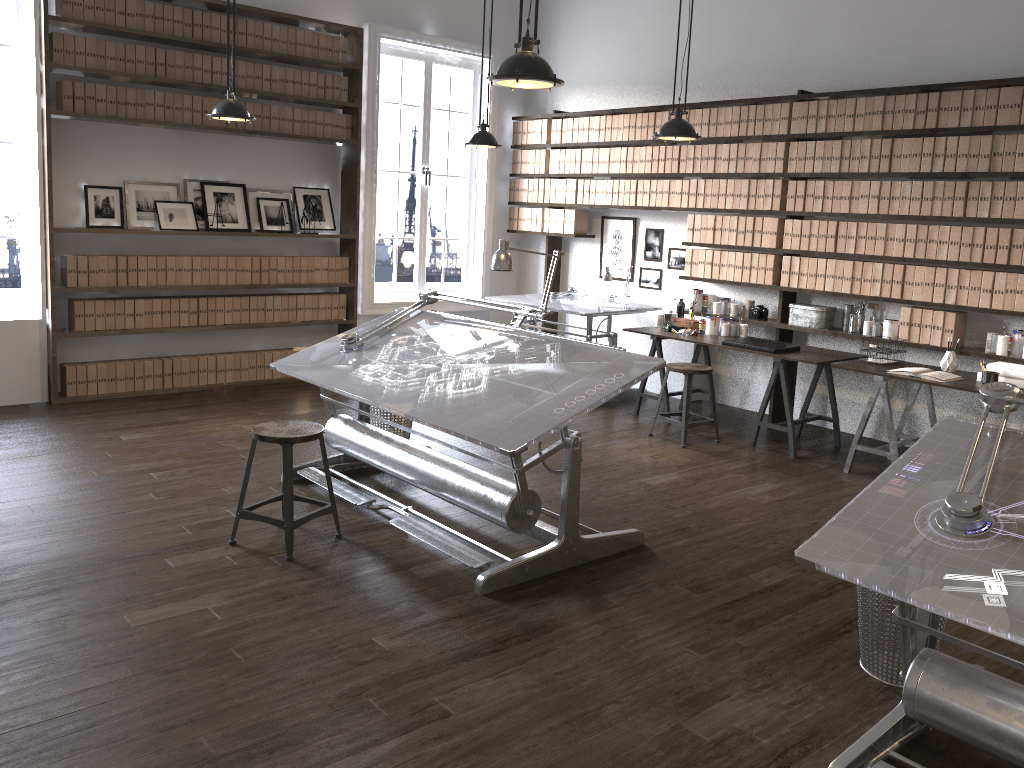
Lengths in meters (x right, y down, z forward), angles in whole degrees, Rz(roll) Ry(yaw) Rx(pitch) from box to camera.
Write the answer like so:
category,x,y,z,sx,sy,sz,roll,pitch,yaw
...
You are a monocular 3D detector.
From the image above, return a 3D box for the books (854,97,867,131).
category,x,y,z,sx,sy,sz,roll,pitch,yaw
books,2.411,-1.821,6.018,0.175,0.224,0.067,-5,11,-40

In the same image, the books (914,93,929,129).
category,x,y,z,sx,sy,sz,roll,pitch,yaw
books,2.678,-1.749,5.713,0.175,0.224,0.067,-5,11,-40

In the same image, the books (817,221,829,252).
category,x,y,z,sx,sy,sz,roll,pitch,yaw
books,2.248,-1.042,6.283,0.175,0.224,0.067,-5,11,-40

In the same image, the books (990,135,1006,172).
category,x,y,z,sx,sy,sz,roll,pitch,yaw
books,2.985,-1.390,5.381,0.175,0.224,0.067,-5,11,-40

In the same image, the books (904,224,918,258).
category,x,y,z,sx,sy,sz,roll,pitch,yaw
books,2.652,-0.930,5.805,0.175,0.224,0.067,-5,11,-40

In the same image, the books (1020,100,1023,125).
category,x,y,z,sx,sy,sz,roll,pitch,yaw
books,3.085,-1.637,5.230,0.175,0.224,0.067,-5,11,-40

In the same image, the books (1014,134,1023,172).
category,x,y,z,sx,sy,sz,roll,pitch,yaw
books,3.071,-1.365,5.272,0.175,0.224,0.067,-5,11,-40

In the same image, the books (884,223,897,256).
category,x,y,z,sx,sy,sz,roll,pitch,yaw
books,2.567,-0.954,5.909,0.175,0.224,0.067,-5,11,-40

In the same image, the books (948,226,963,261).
category,x,y,z,sx,sy,sz,roll,pitch,yaw
books,2.833,-0.880,5.592,0.175,0.224,0.067,-5,11,-40

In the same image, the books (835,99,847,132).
category,x,y,z,sx,sy,sz,roll,pitch,yaw
books,2.320,-1.847,6.127,0.175,0.224,0.067,-5,11,-40

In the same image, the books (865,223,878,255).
category,x,y,z,sx,sy,sz,roll,pitch,yaw
books,2.481,-0.978,6.010,0.175,0.224,0.067,-5,11,-40

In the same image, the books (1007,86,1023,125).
category,x,y,z,sx,sy,sz,roll,pitch,yaw
books,3.038,-1.649,5.284,0.175,0.224,0.067,-5,11,-40

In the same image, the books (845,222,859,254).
category,x,y,z,sx,sy,sz,roll,pitch,yaw
books,2.386,-1.002,6.114,0.175,0.224,0.067,-5,11,-40

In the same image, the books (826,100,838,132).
category,x,y,z,sx,sy,sz,roll,pitch,yaw
books,2.276,-1.859,6.180,0.175,0.224,0.067,-5,11,-40

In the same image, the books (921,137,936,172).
category,x,y,z,sx,sy,sz,roll,pitch,yaw
books,2.709,-1.463,5.690,0.175,0.224,0.067,-5,11,-40

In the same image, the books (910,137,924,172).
category,x,y,z,sx,sy,sz,roll,pitch,yaw
books,2.662,-1.476,5.745,0.175,0.224,0.067,-5,11,-40

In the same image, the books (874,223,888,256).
category,x,y,z,sx,sy,sz,roll,pitch,yaw
books,2.520,-0.965,5.956,0.175,0.224,0.067,-5,11,-40

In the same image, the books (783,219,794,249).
category,x,y,z,sx,sy,sz,roll,pitch,yaw
books,2.068,-1.089,6.486,0.175,0.224,0.067,-5,11,-40

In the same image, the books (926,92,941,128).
category,x,y,z,sx,sy,sz,roll,pitch,yaw
books,2.723,-1.736,5.653,0.175,0.224,0.067,-5,11,-40

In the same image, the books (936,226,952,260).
category,x,y,z,sx,sy,sz,roll,pitch,yaw
books,2.789,-0.893,5.649,0.175,0.224,0.067,-5,11,-40

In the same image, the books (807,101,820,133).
category,x,y,z,sx,sy,sz,roll,pitch,yaw
books,2.179,-1.883,6.282,0.175,0.224,0.067,-5,11,-40

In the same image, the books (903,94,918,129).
category,x,y,z,sx,sy,sz,roll,pitch,yaw
books,2.629,-1.761,5.763,0.175,0.224,0.067,-5,11,-40

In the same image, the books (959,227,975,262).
category,x,y,z,sx,sy,sz,roll,pitch,yaw
books,2.880,-0.867,5.538,0.175,0.224,0.067,-5,11,-40

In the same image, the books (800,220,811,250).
category,x,y,z,sx,sy,sz,roll,pitch,yaw
books,2.159,-1.064,6.375,0.175,0.224,0.067,-5,11,-40

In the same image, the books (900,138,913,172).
category,x,y,z,sx,sy,sz,roll,pitch,yaw
books,2.624,-1.488,5.795,0.175,0.224,0.067,-5,11,-40

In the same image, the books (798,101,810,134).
category,x,y,z,sx,sy,sz,roll,pitch,yaw
books,2.132,-1.896,6.337,0.175,0.224,0.067,-5,11,-40

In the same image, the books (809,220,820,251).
category,x,y,z,sx,sy,sz,roll,pitch,yaw
books,2.203,-1.053,6.330,0.175,0.224,0.067,-5,11,-40

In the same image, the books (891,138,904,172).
category,x,y,z,sx,sy,sz,roll,pitch,yaw
books,2.584,-1.499,5.846,0.175,0.224,0.067,-5,11,-40

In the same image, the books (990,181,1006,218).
category,x,y,z,sx,sy,sz,roll,pitch,yaw
books,2.992,-1.115,5.395,0.175,0.224,0.067,-5,11,-40

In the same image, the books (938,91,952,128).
category,x,y,z,sx,sy,sz,roll,pitch,yaw
books,2.775,-1.723,5.601,0.175,0.224,0.067,-5,11,-40

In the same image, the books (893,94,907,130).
category,x,y,z,sx,sy,sz,roll,pitch,yaw
books,2.586,-1.774,5.819,0.175,0.224,0.067,-5,11,-40

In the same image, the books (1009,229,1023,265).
category,x,y,z,sx,sy,sz,roll,pitch,yaw
books,3.071,-0.817,5.326,0.175,0.224,0.067,-5,11,-40

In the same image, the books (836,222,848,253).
category,x,y,z,sx,sy,sz,roll,pitch,yaw
books,2.344,-1.015,6.171,0.175,0.224,0.067,-5,11,-40

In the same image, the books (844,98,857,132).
category,x,y,z,sx,sy,sz,roll,pitch,yaw
books,2.363,-1.834,6.071,0.175,0.224,0.067,-5,11,-40

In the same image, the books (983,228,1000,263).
category,x,y,z,sx,sy,sz,roll,pitch,yaw
books,2.975,-0.844,5.438,0.175,0.224,0.067,-5,11,-40

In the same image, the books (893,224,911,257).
category,x,y,z,sx,sy,sz,roll,pitch,yaw
books,2.606,-0.943,5.861,0.175,0.224,0.067,-5,11,-40

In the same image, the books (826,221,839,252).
category,x,y,z,sx,sy,sz,roll,pitch,yaw
books,2.291,-1.028,6.223,0.175,0.224,0.067,-5,11,-40

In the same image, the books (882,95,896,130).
category,x,y,z,sx,sy,sz,roll,pitch,yaw
books,2.540,-1.787,5.872,0.175,0.224,0.067,-5,11,-40

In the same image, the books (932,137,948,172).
category,x,y,z,sx,sy,sz,roll,pitch,yaw
books,2.758,-1.451,5.638,0.175,0.224,0.067,-5,11,-40

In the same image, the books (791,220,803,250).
category,x,y,z,sx,sy,sz,roll,pitch,yaw
books,2.113,-1.076,6.429,0.175,0.224,0.067,-5,11,-40

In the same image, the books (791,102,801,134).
category,x,y,z,sx,sy,sz,roll,pitch,yaw
books,2.095,-1.908,6.387,0.175,0.224,0.067,-5,11,-40

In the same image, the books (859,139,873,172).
category,x,y,z,sx,sy,sz,roll,pitch,yaw
books,2.438,-1.538,6.008,0.175,0.224,0.067,-5,11,-40

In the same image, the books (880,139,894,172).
category,x,y,z,sx,sy,sz,roll,pitch,yaw
books,2.532,-1.512,5.898,0.175,0.224,0.067,-5,11,-40

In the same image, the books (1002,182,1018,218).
category,x,y,z,sx,sy,sz,roll,pitch,yaw
books,3.037,-1.102,5.341,0.175,0.224,0.067,-5,11,-40

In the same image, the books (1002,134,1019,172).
category,x,y,z,sx,sy,sz,roll,pitch,yaw
books,3.029,-1.378,5.327,0.175,0.224,0.067,-5,11,-40

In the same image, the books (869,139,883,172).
category,x,y,z,sx,sy,sz,roll,pitch,yaw
books,2.488,-1.526,5.958,0.175,0.224,0.067,-5,11,-40

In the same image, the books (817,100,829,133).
category,x,y,z,sx,sy,sz,roll,pitch,yaw
books,2.228,-1.871,6.230,0.175,0.224,0.067,-5,11,-40

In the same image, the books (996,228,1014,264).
category,x,y,z,sx,sy,sz,roll,pitch,yaw
books,3.019,-0.830,5.379,0.175,0.224,0.067,-5,11,-40

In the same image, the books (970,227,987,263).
category,x,y,z,sx,sy,sz,roll,pitch,yaw
books,2.924,-0.857,5.493,0.175,0.224,0.067,-5,11,-40

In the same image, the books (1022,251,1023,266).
category,x,y,z,sx,sy,sz,roll,pitch,yaw
books,3.114,-0.804,5.270,0.175,0.224,0.067,-5,11,-40

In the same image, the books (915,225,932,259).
category,x,y,z,sx,sy,sz,roll,pitch,yaw
books,2.700,-0.918,5.755,0.175,0.224,0.067,-5,11,-40

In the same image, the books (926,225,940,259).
category,x,y,z,sx,sy,sz,roll,pitch,yaw
books,2.747,-0.906,5.704,0.175,0.224,0.067,-5,11,-40

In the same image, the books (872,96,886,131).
category,x,y,z,sx,sy,sz,roll,pitch,yaw
books,2.492,-1.798,5.919,0.175,0.224,0.067,-5,11,-40

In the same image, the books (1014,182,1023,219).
category,x,y,z,sx,sy,sz,roll,pitch,yaw
books,3.076,-1.090,5.287,0.175,0.224,0.067,-5,11,-40

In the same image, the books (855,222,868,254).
category,x,y,z,sx,sy,sz,roll,pitch,yaw
books,2.435,-0.990,6.064,0.175,0.224,0.067,-5,11,-40

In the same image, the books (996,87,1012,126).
category,x,y,z,sx,sy,sz,roll,pitch,yaw
books,3.001,-1.661,5.335,0.175,0.224,0.067,-5,11,-40

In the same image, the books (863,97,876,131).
category,x,y,z,sx,sy,sz,roll,pitch,yaw
books,2.453,-1.810,5.972,0.175,0.224,0.067,-5,11,-40
